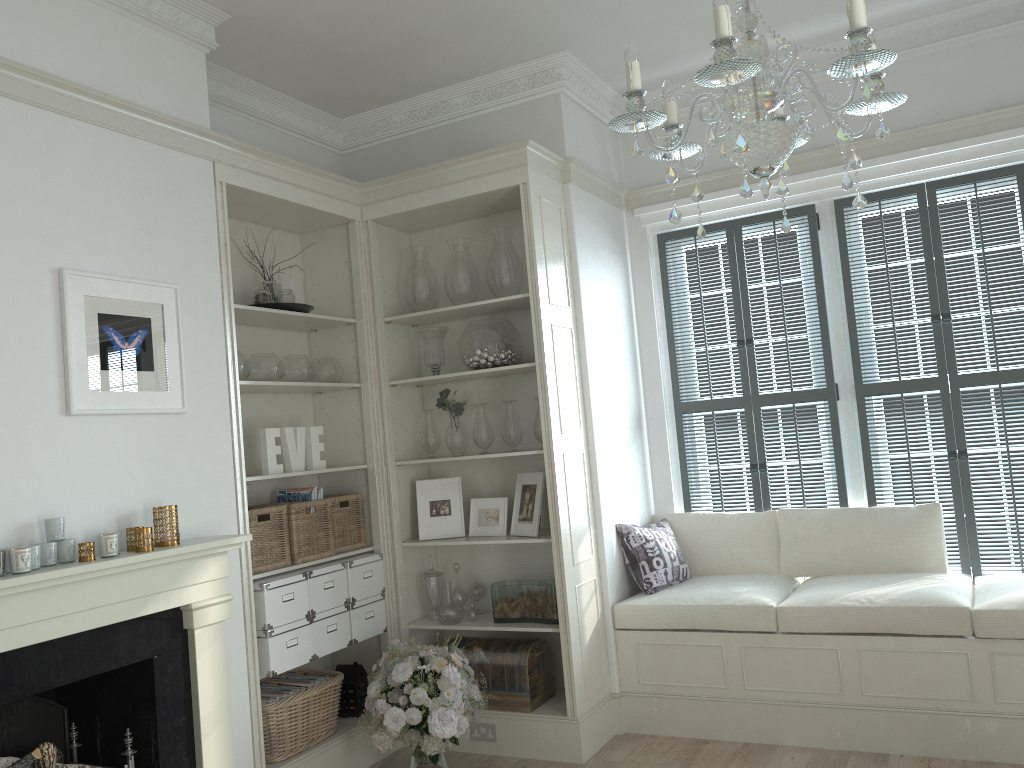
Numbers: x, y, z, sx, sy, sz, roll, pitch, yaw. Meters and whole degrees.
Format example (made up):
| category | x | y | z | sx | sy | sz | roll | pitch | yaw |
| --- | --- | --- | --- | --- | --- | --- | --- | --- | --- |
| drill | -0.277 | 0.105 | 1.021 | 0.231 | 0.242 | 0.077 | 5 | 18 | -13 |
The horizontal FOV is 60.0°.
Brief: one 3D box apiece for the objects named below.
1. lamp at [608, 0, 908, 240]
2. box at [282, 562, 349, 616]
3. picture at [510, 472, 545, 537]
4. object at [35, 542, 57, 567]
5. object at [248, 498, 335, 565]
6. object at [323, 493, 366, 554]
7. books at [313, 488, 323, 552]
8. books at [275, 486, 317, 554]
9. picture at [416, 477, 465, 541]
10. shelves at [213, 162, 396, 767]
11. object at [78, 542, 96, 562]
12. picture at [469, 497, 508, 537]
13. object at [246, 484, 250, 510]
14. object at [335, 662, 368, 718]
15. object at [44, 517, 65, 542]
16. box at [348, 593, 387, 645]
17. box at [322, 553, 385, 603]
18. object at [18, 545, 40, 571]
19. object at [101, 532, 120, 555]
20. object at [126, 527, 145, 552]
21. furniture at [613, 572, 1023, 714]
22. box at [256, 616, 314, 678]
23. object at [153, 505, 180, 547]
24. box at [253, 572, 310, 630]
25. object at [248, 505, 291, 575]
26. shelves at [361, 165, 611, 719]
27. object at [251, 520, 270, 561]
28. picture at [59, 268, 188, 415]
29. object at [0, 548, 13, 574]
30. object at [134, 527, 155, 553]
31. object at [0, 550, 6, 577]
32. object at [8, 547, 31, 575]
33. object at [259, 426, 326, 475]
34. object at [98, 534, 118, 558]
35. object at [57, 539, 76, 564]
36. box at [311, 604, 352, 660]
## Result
| category | x | y | z | sx | sy | sz | roll | pitch | yaw |
| --- | --- | --- | --- | --- | --- | --- | --- | --- | --- |
| lamp | 0.437 | -1.619 | 1.975 | 0.648 | 2.542 | 0.577 | -5 | -4 | -2 |
| box | -0.999 | 0.939 | 4.081 | 0.400 | 0.191 | 0.270 | -7 | -4 | 28 |
| picture | 0.087 | 0.579 | 4.293 | 0.124 | 0.300 | 0.202 | -2 | -5 | -37 |
| object | -1.458 | 0.535 | 2.780 | 0.060 | 0.073 | 0.060 | -5 | -4 | -6 |
| object | -1.024 | 0.684 | 4.115 | 0.275 | 0.270 | 0.276 | -7 | -4 | 28 |
| object | -0.920 | 0.691 | 4.377 | 0.275 | 0.270 | 0.276 | -7 | -4 | 28 |
| books | -1.020 | 0.650 | 4.128 | 0.221 | 0.306 | 0.205 | -7 | -4 | 28 |
| books | -1.040 | 0.640 | 4.092 | 0.221 | 0.306 | 0.205 | -7 | -4 | 28 |
| picture | -0.366 | 0.635 | 4.530 | 0.231 | 0.300 | 0.127 | -5 | -4 | -2 |
| shelves | -1.067 | 0.361 | 4.122 | 0.399 | 2.523 | 0.992 | -7 | -4 | 28 |
| object | -1.359 | 0.537 | 2.834 | 0.050 | 0.058 | 0.052 | -3 | -4 | -26 |
| picture | -0.106 | 0.667 | 4.465 | 0.206 | 0.192 | 0.124 | -7 | -4 | 23 |
| object | -1.210 | 0.631 | 3.956 | 0.094 | 0.361 | 0.127 | -7 | -4 | 27 |
| object | -0.781 | 1.476 | 4.301 | 0.135 | 0.248 | 0.135 | -6 | -4 | 18 |
| object | -1.451 | 0.463 | 2.817 | 0.060 | 0.073 | 0.060 | -5 | -4 | -6 |
| box | -0.852 | 1.132 | 4.306 | 0.400 | 0.191 | 0.270 | -7 | -4 | 28 |
| box | -0.862 | 0.942 | 4.314 | 0.400 | 0.191 | 0.270 | -7 | -4 | 28 |
| object | -1.465 | 0.530 | 2.694 | 0.060 | 0.073 | 0.060 | -2 | -5 | -39 |
| object | -1.342 | 0.536 | 2.968 | 0.060 | 0.073 | 0.060 | -5 | -4 | -6 |
| object | -1.300 | 0.536 | 3.064 | 0.060 | 0.079 | 0.060 | -5 | -4 | -5 |
| furniture | 2.068 | 1.097 | 3.921 | 3.150 | 0.459 | 0.837 | -7 | -4 | 28 |
| box | -1.099 | 1.123 | 3.821 | 0.400 | 0.191 | 0.270 | -7 | -4 | 28 |
| object | -1.230 | 0.505 | 3.154 | 0.087 | 0.140 | 0.090 | -3 | -4 | -25 |
| box | -1.119 | 0.934 | 3.828 | 0.400 | 0.191 | 0.270 | -7 | -4 | 28 |
| object | -1.173 | 0.682 | 3.877 | 0.275 | 0.270 | 0.276 | -7 | -4 | 28 |
| shelves | -0.146 | 0.298 | 4.415 | 0.972 | 2.523 | 0.399 | -7 | -4 | 28 |
| object | -1.133 | 0.630 | 3.836 | 0.095 | 0.332 | 0.284 | -5 | -4 | 7 |
| picture | -1.381 | -0.139 | 3.190 | 0.024 | 0.496 | 0.494 | -7 | -4 | 28 |
| object | -1.527 | 0.533 | 2.658 | 0.060 | 0.073 | 0.060 | -5 | -4 | -6 |
| object | -1.245 | 0.527 | 2.998 | 0.060 | 0.079 | 0.060 | -5 | -4 | -1 |
| object | -1.513 | 0.528 | 2.593 | 0.060 | 0.073 | 0.060 | -5 | -4 | -6 |
| object | -1.458 | 0.525 | 2.628 | 0.060 | 0.073 | 0.060 | -5 | -4 | -6 |
| object | -1.017 | 0.306 | 4.142 | 0.039 | 0.207 | 0.393 | -7 | -4 | 28 |
| object | -1.323 | 0.531 | 2.906 | 0.060 | 0.073 | 0.060 | -5 | -4 | -6 |
| object | -1.429 | 0.536 | 2.840 | 0.060 | 0.073 | 0.060 | -5 | -4 | -6 |
| box | -0.981 | 1.128 | 4.062 | 0.400 | 0.191 | 0.270 | -7 | -4 | 28 |
